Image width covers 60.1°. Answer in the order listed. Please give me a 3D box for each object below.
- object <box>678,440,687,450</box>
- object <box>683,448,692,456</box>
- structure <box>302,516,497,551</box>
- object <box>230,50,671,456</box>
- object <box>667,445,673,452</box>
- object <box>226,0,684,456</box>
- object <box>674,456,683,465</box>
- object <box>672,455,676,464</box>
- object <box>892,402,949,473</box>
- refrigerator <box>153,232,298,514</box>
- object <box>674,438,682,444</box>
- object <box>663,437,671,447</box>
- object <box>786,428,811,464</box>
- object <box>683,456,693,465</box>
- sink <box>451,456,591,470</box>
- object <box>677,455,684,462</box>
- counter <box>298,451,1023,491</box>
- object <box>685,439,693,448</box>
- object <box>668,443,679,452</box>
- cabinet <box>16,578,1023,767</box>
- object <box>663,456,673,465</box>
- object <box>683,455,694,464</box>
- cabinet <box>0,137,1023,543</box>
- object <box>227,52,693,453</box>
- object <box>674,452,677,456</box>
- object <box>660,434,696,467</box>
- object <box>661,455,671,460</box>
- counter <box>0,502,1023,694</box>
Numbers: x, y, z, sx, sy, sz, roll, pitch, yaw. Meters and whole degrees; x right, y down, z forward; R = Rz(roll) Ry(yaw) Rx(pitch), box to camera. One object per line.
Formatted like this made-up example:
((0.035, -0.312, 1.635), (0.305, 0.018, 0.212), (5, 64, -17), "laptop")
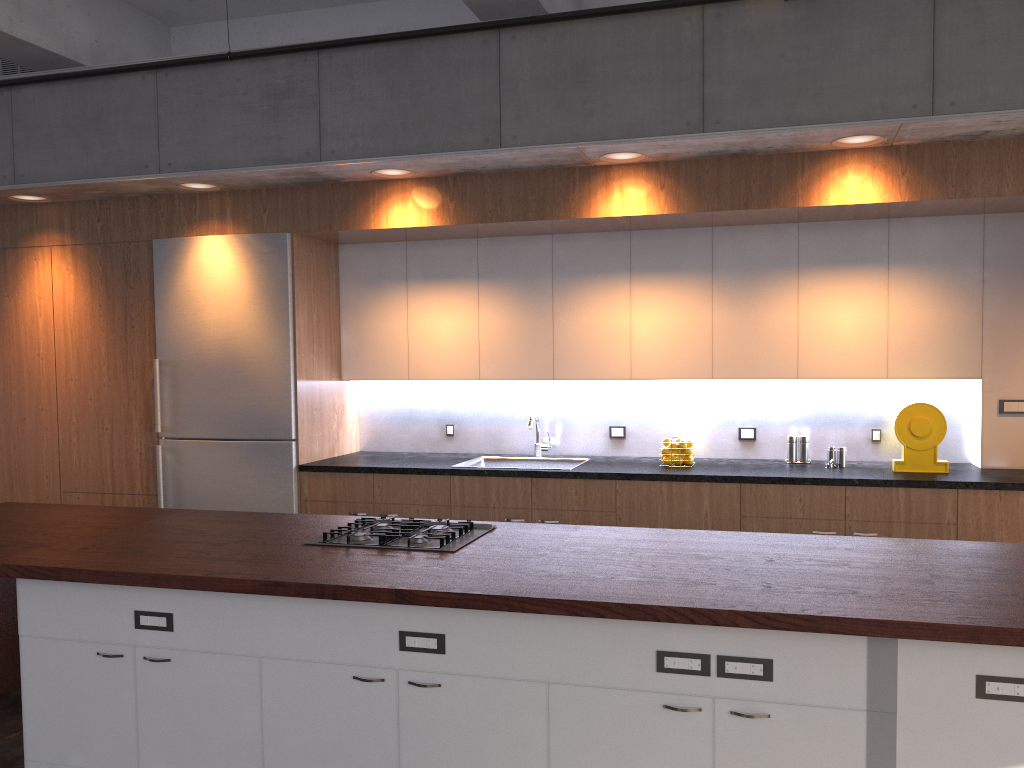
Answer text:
((0.991, 0.355, 5.135), (0.051, 0.060, 0.058), (1, 3, 39), "object")
((-4.018, -0.721, 7.917), (11.599, 2.213, 0.063), (0, 3, 29), "object")
((-0.443, 0.615, 3.627), (0.633, 0.072, 0.517), (0, 2, 16), "structure")
((-0.281, -0.673, 4.918), (2.429, 2.231, 0.053), (-1, 3, -9), "object")
((-1.842, -0.670, 5.374), (5.619, 2.193, 0.056), (0, 3, 4), "object")
((0.978, 0.391, 5.171), (0.052, 0.053, 0.062), (-2, 3, -36), "object")
((0.968, 0.447, 5.150), (0.053, 0.053, 0.061), (0, 2, 4), "object")
((0.942, 0.448, 5.238), (0.061, 0.055, 0.051), (0, 2, 7), "object")
((2.204, 0.288, 4.778), (0.271, 0.381, 0.100), (0, 3, 16), "object")
((-1.758, 0.192, 5.518), (0.947, 2.193, 0.221), (0, 3, 13), "refrigerator")
((-3.859, -0.684, 5.921), (9.839, 2.167, 0.059), (0, 3, 9), "object")
((0.921, 0.346, 5.247), (0.060, 0.060, 0.049), (-3, 3, -39), "object")
((1.682, 0.360, 5.200), (0.143, 0.210, 0.060), (0, 3, 16), "object")
((1.025, 0.440, 5.155), (0.053, 0.057, 0.058), (-2, 3, -37), "object")
((0.066, 0.569, 5.345), (0.721, 0.192, 0.528), (0, 2, 16), "sink")
((-1.820, -0.961, 5.963), (5.885, 2.871, 0.059), (0, 3, 17), "object")
((1.077, 0.480, 5.557), (4.411, 0.039, 1.623), (0, 2, 15), "counter")
((1.031, 0.349, 5.171), (0.053, 0.051, 0.063), (0, 2, 9), "object")
((-2.434, -0.669, 5.502), (6.834, 2.171, 0.053), (0, 3, 7), "object")
((0.971, 1.139, 3.038), (5.586, 0.931, 0.931), (0, 2, 15), "cabinet")
((2.048, -0.669, 4.303), (2.859, 2.312, 0.058), (1, 3, 35), "object")
((1.033, 0.444, 5.216), (0.074, 0.063, 0.063), (-1, 3, -18), "object")
((0.475, 0.052, 6.096), (8.018, 2.565, 2.402), (0, 3, 15), "cabinet")
((1.030, 0.393, 5.194), (0.061, 0.053, 0.052), (0, 3, 23), "object")
((0.989, 0.406, 5.248), (0.064, 0.053, 0.050), (-2, 3, -31), "object")
((-4.561, 0.868, 8.388), (12.963, 1.216, 0.964), (0, 3, 26), "object")
((0.909, 0.425, 5.208), (0.062, 0.053, 0.052), (-1, 2, -2), "object")
((0.390, 1.110, 3.206), (6.583, 0.972, 1.153), (0, 2, 15), "counter")
